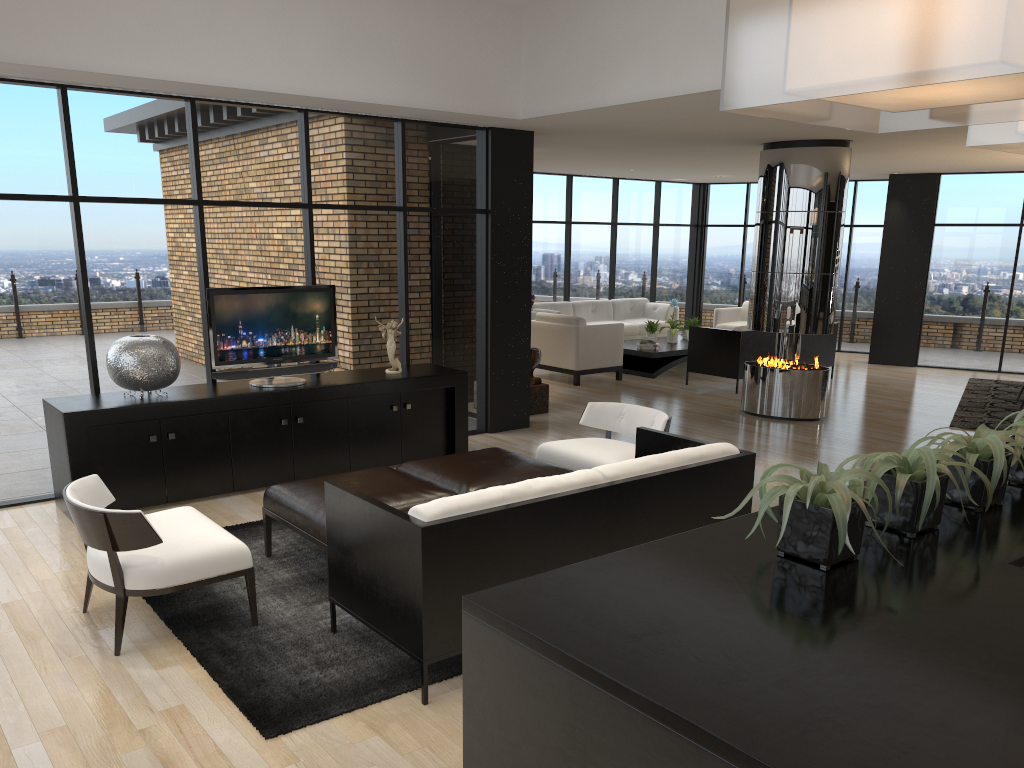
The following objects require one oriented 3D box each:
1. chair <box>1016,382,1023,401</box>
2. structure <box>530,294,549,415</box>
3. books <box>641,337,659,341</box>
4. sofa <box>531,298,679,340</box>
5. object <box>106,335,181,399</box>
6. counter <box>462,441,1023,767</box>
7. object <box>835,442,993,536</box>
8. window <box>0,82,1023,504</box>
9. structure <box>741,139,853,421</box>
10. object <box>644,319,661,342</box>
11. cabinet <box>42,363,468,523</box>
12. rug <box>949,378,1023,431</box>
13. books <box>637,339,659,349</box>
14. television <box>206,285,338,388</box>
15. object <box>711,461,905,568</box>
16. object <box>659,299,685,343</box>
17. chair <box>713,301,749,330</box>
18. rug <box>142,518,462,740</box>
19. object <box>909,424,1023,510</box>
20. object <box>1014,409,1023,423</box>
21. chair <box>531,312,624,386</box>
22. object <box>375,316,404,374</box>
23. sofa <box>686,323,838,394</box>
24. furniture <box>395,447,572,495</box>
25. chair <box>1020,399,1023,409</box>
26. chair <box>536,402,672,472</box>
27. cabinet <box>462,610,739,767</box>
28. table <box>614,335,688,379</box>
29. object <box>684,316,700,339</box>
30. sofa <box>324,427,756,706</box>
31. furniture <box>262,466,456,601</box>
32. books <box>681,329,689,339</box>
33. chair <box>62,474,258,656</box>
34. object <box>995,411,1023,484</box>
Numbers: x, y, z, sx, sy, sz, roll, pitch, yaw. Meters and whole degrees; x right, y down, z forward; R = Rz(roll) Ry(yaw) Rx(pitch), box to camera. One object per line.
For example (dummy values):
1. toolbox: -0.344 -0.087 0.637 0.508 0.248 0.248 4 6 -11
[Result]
1. chair: 6.203 -0.181 10.185 0.610 0.823 0.635 11 16 38
2. structure: -0.025 -0.505 9.336 0.513 1.628 0.721 -10 17 -37
3. books: 1.873 -0.618 12.004 0.183 0.027 0.153 9 13 42
4. sofa: 1.397 -0.860 13.808 2.676 0.873 0.843 -7 14 -37
5. object: -2.486 -0.121 5.970 0.461 0.416 0.457 8 14 33
6. counter: 1.482 0.404 2.376 3.092 0.032 1.164 -7 12 -37
7. object: 1.016 0.262 2.361 0.406 0.244 0.390 -2 11 -13
8. window: 1.489 -1.849 7.548 10.043 4.887 15.705 9 13 38
9. structure: 2.889 -1.026 9.067 0.884 2.801 0.579 12 18 38
10. object: 1.976 -0.741 12.475 0.284 0.378 0.210 4 14 15
11. cabinet: -1.750 0.364 6.652 3.017 0.756 0.613 -7 14 -37
12. rug: 6.489 0.301 9.778 2.703 0.011 3.667 6 11 29
13. books: 1.855 -0.543 12.027 0.307 0.129 0.219 1 11 1
14. television: -1.734 -0.357 6.487 0.931 0.727 0.401 -3 14 -19
15. object: 0.747 0.316 2.089 0.397 0.222 0.399 -2 11 -13
16. object: 2.332 -0.907 12.672 0.355 0.644 0.363 -4 14 -18
17. chair: 3.801 -0.846 13.869 0.848 0.874 0.988 -9 15 -37
18. rug: -0.443 1.011 5.114 3.012 0.012 2.449 -7 12 -36
19. object: 1.312 0.238 2.591 0.406 0.222 0.390 -2 11 -13
20. object: 2.008 0.156 3.054 0.406 0.244 0.390 -2 11 -13
21. chair: 0.839 -0.502 11.631 0.848 0.874 0.988 -9 15 -37
22. object: -0.953 -0.312 7.054 0.255 0.469 0.104 -9 17 -36
23. sofa: 3.263 -0.427 11.490 2.017 0.820 0.827 -7 14 -37
24. furniture: -0.169 0.709 5.473 0.821 0.493 0.817 -8 14 -37
25. chair: 5.803 -0.060 9.442 0.614 0.823 0.631 6 14 22
26. chair: 0.676 0.522 6.061 0.679 0.689 0.795 -9 15 -37
27. cabinet: 1.477 0.934 2.512 3.092 1.060 1.164 -7 14 -37
28. table: 2.265 -0.415 12.756 2.017 0.359 1.248 -7 12 -37
29. object: 2.650 -0.817 12.970 0.282 0.378 0.211 8 15 29
30. sofa: 0.197 0.736 4.344 2.017 0.820 0.827 -7 14 -37
31. furniture: -0.840 0.788 4.964 0.821 0.493 0.817 -8 14 -37
32. books: 2.685 -0.761 13.372 0.223 0.129 0.302 4 11 19
33. chair: -1.717 0.807 4.207 0.679 0.689 0.795 -9 15 -37
34. object: 1.670 0.191 2.828 0.397 0.244 0.399 -2 11 -13
